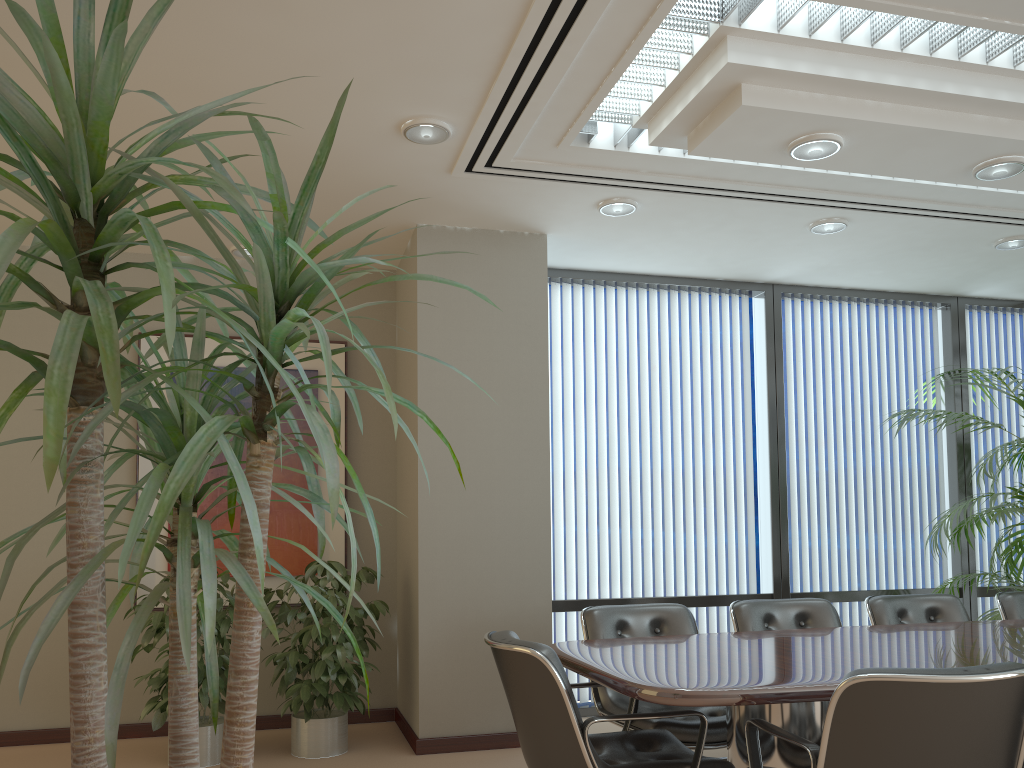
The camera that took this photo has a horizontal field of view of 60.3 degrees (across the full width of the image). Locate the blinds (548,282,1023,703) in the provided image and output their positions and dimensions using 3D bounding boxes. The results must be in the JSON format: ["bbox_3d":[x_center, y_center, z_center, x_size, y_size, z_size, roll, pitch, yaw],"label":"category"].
[{"bbox_3d":[2.490,0.801,6.636,4.895,2.887,0.032,2,-4,-15],"label":"blinds"}]

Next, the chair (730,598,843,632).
[{"bbox_3d":[1.574,1.558,4.531,0.759,0.851,0.861,1,-7,-15],"label":"chair"}]

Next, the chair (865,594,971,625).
[{"bbox_3d":[2.609,1.448,3.941,0.759,0.849,2.555,1,-9,-15],"label":"chair"}]

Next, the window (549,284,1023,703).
[{"bbox_3d":[4.146,0.633,5.698,7.397,2.888,3.557,-6,-9,30],"label":"window"}]

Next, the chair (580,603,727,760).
[{"bbox_3d":[0.762,1.523,4.275,0.759,0.851,0.861,2,-7,-20],"label":"chair"}]

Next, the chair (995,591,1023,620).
[{"bbox_3d":[3.225,1.606,4.924,0.759,0.851,0.861,0,-7,-10],"label":"chair"}]

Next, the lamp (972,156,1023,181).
[{"bbox_3d":[2.191,-0.960,3.958,0.225,0.035,0.227,-2,-10,9],"label":"lamp"}]

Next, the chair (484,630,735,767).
[{"bbox_3d":[0.329,1.363,3.293,0.852,0.852,0.766,1,-6,-15],"label":"chair"}]

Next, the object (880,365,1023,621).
[{"bbox_3d":[3.689,0.966,6.008,2.167,2.458,2.109,-1,-6,6],"label":"object"}]

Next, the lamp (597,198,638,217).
[{"bbox_3d":[0.587,-0.974,4.893,0.225,0.035,0.228,-1,-9,2],"label":"lamp"}]

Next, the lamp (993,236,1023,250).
[{"bbox_3d":[3.172,-0.887,5.577,0.225,0.035,0.227,-2,-10,9],"label":"lamp"}]

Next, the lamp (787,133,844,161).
[{"bbox_3d":[1.278,-0.991,3.716,0.225,0.035,0.228,-1,-9,2],"label":"lamp"}]

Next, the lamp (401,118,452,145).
[{"bbox_3d":[-0.383,-1.123,3.945,0.225,0.035,0.228,-1,-9,2],"label":"lamp"}]

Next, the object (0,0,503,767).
[{"bbox_3d":[-0.490,0.338,1.181,0.819,1.818,0.810,3,-6,-39],"label":"object"}]

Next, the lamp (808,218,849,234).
[{"bbox_3d":[1.879,-0.930,5.235,0.225,0.035,0.227,-2,-10,9],"label":"lamp"}]

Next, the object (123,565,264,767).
[{"bbox_3d":[-1.710,1.536,4.888,0.738,1.084,0.804,3,-7,-33],"label":"object"}]

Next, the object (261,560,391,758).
[{"bbox_3d":[-1.114,1.568,5.112,0.737,1.084,0.805,-2,-6,17],"label":"object"}]

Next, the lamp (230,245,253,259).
[{"bbox_3d":[-1.671,-0.832,5.594,0.225,0.035,0.228,0,-9,-4],"label":"lamp"}]

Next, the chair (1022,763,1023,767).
[{"bbox_3d":[2.002,1.282,2.916,0.759,0.851,0.861,1,-7,-15],"label":"chair"}]

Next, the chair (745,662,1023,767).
[{"bbox_3d":[1.139,1.261,2.734,0.753,0.851,0.866,1,-7,-11],"label":"chair"}]

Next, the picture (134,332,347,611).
[{"bbox_3d":[-1.718,0.563,5.672,1.296,1.733,0.058,1,-4,-15],"label":"picture"}]

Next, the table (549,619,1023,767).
[{"bbox_3d":[2.229,1.486,3.825,4.069,0.743,1.523,2,-9,-15],"label":"table"}]
